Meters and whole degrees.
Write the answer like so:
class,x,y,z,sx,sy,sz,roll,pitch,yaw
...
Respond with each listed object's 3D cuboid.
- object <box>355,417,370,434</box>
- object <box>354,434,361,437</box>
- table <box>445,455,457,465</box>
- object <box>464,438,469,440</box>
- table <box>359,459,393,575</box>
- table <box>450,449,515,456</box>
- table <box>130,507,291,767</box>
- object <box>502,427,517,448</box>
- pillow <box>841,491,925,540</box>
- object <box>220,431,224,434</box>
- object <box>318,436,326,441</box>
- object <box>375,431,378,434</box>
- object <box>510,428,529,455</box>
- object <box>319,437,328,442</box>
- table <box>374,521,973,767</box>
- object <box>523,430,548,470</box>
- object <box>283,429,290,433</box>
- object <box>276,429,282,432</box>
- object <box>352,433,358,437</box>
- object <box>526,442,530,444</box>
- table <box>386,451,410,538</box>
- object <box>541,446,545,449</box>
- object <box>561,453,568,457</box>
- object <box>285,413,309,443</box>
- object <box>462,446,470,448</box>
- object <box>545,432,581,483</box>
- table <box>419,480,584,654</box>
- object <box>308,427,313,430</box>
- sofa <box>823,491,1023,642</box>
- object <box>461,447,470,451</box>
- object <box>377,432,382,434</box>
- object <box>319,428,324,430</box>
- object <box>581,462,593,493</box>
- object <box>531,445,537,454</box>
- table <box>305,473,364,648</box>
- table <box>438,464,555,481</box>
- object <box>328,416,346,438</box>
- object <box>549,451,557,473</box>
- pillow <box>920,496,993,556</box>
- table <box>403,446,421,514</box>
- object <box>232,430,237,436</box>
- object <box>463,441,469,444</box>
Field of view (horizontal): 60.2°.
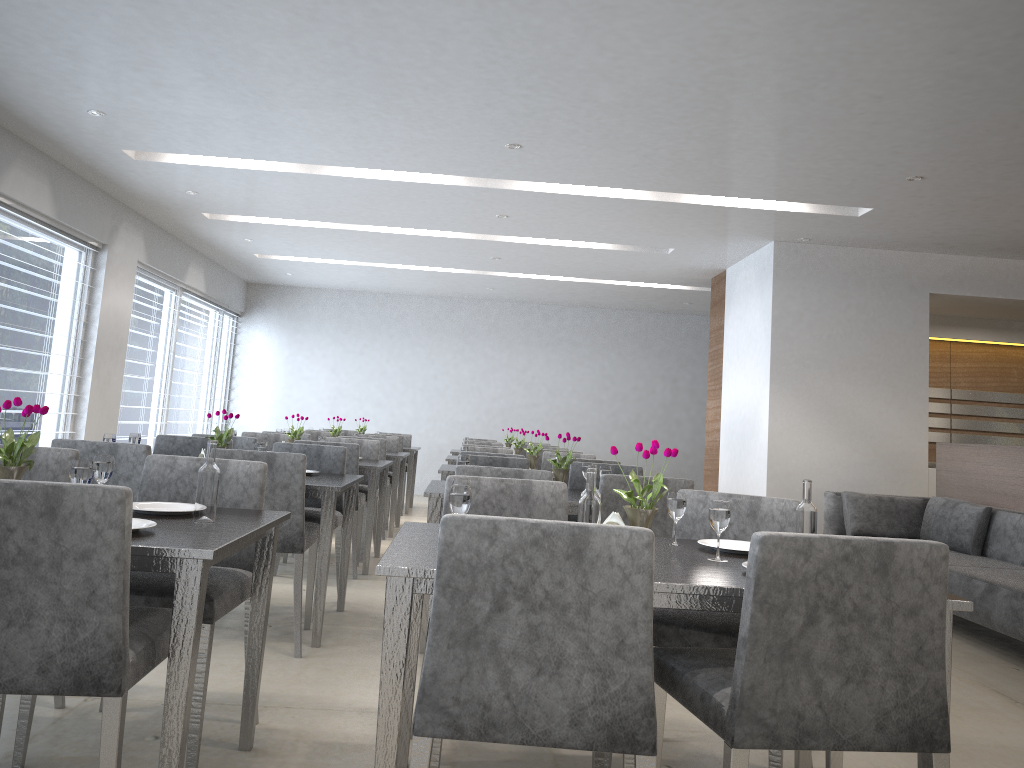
class,x,y,z,sx,sy,sz,roll,pitch,yaw
object,-1.542,0.478,9.041,0.154,0.279,0.103,4,-7,-5
object,-1.264,0.479,7.213,0.053,0.140,0.053,10,-9,-44
table,0.031,0.961,7.300,1.188,0.640,0.772,4,-5,-2
object,-0.463,0.616,8.961,0.053,0.140,0.053,10,-9,-44
table,-1.398,0.780,5.544,1.188,0.640,0.772,4,-5,-2
table,-0.055,1.040,9.065,1.188,0.640,0.772,4,-5,-2
table,-1.228,0.625,2.087,1.188,0.640,0.772,4,-5,-2
object,-0.029,0.583,9.102,0.154,0.279,0.103,4,-7,-5
pillow,2.508,0.891,5.919,0.559,0.309,0.187,4,-6,-2
object,-1.801,0.357,5.443,0.053,0.140,0.053,-2,-9,39
object,-1.240,0.410,5.755,0.053,0.140,0.053,-2,-9,39
object,-1.410,0.565,9.213,0.053,0.140,0.053,10,-9,-44
object,0.058,0.504,7.337,0.154,0.279,0.103,4,-7,-5
object,-1.181,0.403,5.519,0.053,0.140,0.053,-2,-9,39
table,0.288,0.727,2.086,1.188,0.640,0.772,4,-5,-2
object,0.142,0.428,5.642,0.154,0.279,0.103,4,-7,-5
object,-1.899,0.446,7.426,0.053,0.140,0.053,10,-9,-44
object,-1.885,0.433,7.137,0.053,0.140,0.053,10,-9,-44
object,-1.323,0.486,7.449,0.053,0.140,0.053,10,-9,-44
object,0.157,0.662,9.037,0.053,0.140,0.053,10,-9,-44
table,-1.482,0.856,7.239,1.188,0.640,0.772,4,-5,-2
object,0.245,0.582,7.251,0.053,0.140,0.053,10,-9,-44
object,0.328,0.506,5.563,0.053,0.140,0.053,10,-9,-44
object,-1.371,0.324,5.581,0.154,0.279,0.103,4,-7,-5
object,-0.306,0.474,5.776,0.053,0.140,0.053,10,-9,-44
object,0.224,0.353,3.964,0.154,0.279,0.103,4,-7,-5
table,0.197,0.810,3.927,1.188,0.640,0.772,4,-5,-2
object,-2.030,0.508,8.896,0.053,0.140,0.053,10,-9,-44
sofa,2.651,0.998,4.304,0.835,0.633,3.772,4,-3,-3
object,-0.292,0.461,5.487,0.053,0.140,0.053,-2,-9,39
object,-1.351,0.557,8.977,0.053,0.140,0.053,10,-9,-44
object,-1.986,0.525,9.190,0.053,0.140,0.053,10,-9,-44
object,0.351,0.440,4.144,0.053,0.140,0.053,10,-9,-44
object,0.186,0.589,7.487,0.053,0.140,0.053,10,-9,-44
table,-1.316,0.705,3.866,1.188,0.640,0.772,4,-5,-2
table,0.115,0.885,5.605,1.188,0.640,0.772,4,-5,-2
object,-1.455,0.399,7.276,0.154,0.279,0.103,4,-7,-5
object,0.269,0.514,5.799,0.053,0.140,0.053,10,-9,-44
pillow,2.770,0.885,5.560,0.181,0.323,0.633,4,-4,-2
table,-1.568,0.935,9.004,1.188,0.640,0.772,4,-5,-2
object,-1.815,0.370,5.732,0.053,0.140,0.053,-2,-9,39
object,-0.375,0.536,7.174,0.053,0.140,0.053,10,-9,-44
